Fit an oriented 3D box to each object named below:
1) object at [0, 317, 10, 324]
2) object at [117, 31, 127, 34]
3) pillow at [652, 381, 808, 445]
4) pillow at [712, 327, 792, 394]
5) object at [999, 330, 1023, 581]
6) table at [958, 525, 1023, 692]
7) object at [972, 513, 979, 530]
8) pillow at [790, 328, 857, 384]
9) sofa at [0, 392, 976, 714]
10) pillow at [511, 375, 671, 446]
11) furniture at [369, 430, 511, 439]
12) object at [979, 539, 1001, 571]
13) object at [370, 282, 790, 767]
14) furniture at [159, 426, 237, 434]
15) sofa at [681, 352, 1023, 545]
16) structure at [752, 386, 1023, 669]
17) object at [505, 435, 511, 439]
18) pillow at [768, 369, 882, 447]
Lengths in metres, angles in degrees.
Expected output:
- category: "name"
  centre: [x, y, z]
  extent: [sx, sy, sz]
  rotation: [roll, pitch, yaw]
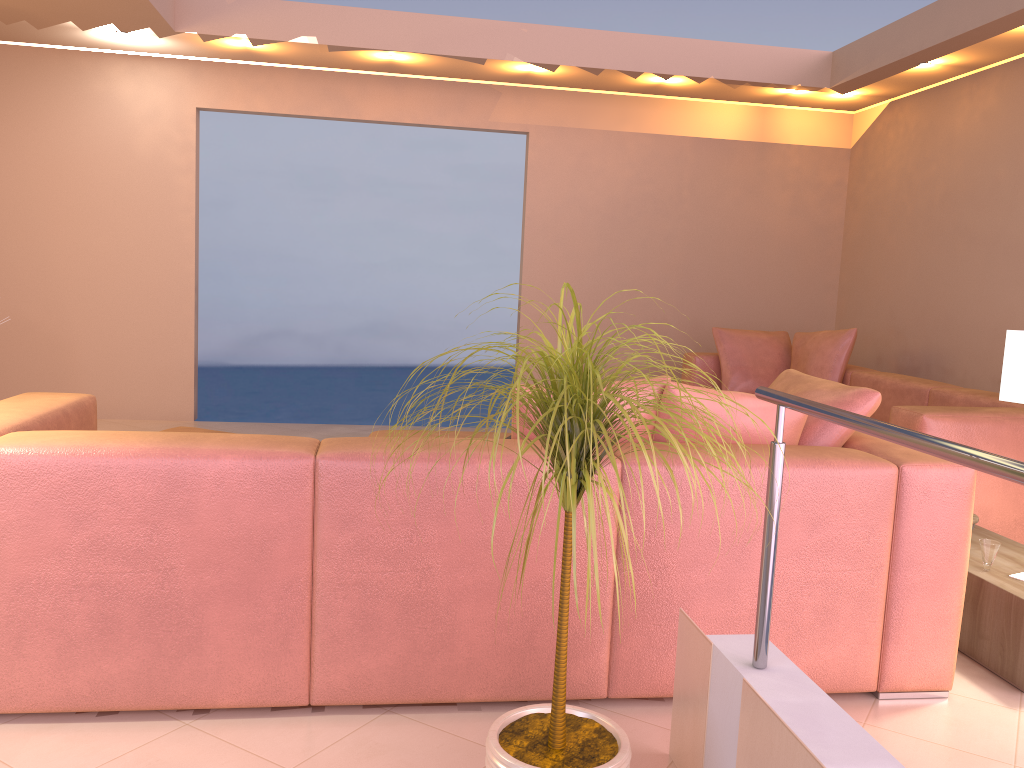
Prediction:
- category: "object"
  centre: [-1.903, -0.064, 2.496]
  extent: [0.703, 0.634, 0.700]
  rotation: [8, 8, 37]
- category: "object"
  centre: [-2.377, -2.140, 5.405]
  extent: [0.058, 0.004, 0.058]
  rotation: [-2, 8, -36]
- category: "pillow"
  centre: [0.595, 0.208, 2.574]
  extent: [0.492, 0.446, 0.255]
  rotation: [0, 7, -25]
- category: "pillow"
  centre: [1.616, -0.112, 5.819]
  extent: [0.554, 0.486, 0.335]
  rotation: [1, 7, -12]
- category: "object"
  centre: [1.678, 0.199, 2.601]
  extent: [0.344, 0.799, 0.344]
  rotation: [-1, 8, -30]
- category: "table"
  centre: [1.572, 0.693, 2.943]
  extent: [0.412, 0.268, 0.918]
  rotation: [2, 7, -9]
- category: "object"
  centre: [1.538, 0.493, 3.178]
  extent: [0.235, 0.071, 0.235]
  rotation: [1, 7, -17]
- category: "pillow"
  centre: [1.862, -0.100, 5.466]
  extent: [0.302, 0.528, 0.582]
  rotation: [0, 7, -25]
- category: "sofa"
  centre: [-0.177, 0.440, 2.646]
  extent: [2.781, 0.672, 0.943]
  rotation: [2, 7, -9]
- category: "pillow"
  centre: [0.207, 0.197, 2.519]
  extent: [0.470, 0.468, 0.211]
  rotation: [1, 7, -13]
- category: "furniture"
  centre: [-0.045, 0.408, 4.147]
  extent: [1.291, 0.301, 0.685]
  rotation: [2, 7, -4]
- category: "object"
  centre: [1.471, 0.531, 2.738]
  extent: [0.061, 0.091, 0.061]
  rotation: [7, 8, 31]
- category: "object"
  centre: [0.103, 0.363, 1.614]
  extent: [0.703, 1.088, 0.729]
  rotation: [-3, 9, -40]
- category: "furniture"
  centre: [-1.736, 0.372, 4.778]
  extent: [0.699, 0.226, 0.659]
  rotation: [5, 7, 21]
- category: "sofa"
  centre: [1.803, 0.281, 4.831]
  extent: [0.943, 0.672, 2.781]
  rotation: [2, 7, -9]
- category: "structure"
  centre: [-1.392, 0.312, 0.673]
  extent: [4.176, 0.541, 1.663]
  rotation: [2, 7, -9]
- category: "object"
  centre: [0.219, 0.260, 4.096]
  extent: [0.421, 0.034, 0.436]
  rotation: [5, 7, 16]
- category: "pillow"
  centre: [0.861, 0.200, 2.805]
  extent: [0.314, 0.455, 0.519]
  rotation: [1, 7, -12]
